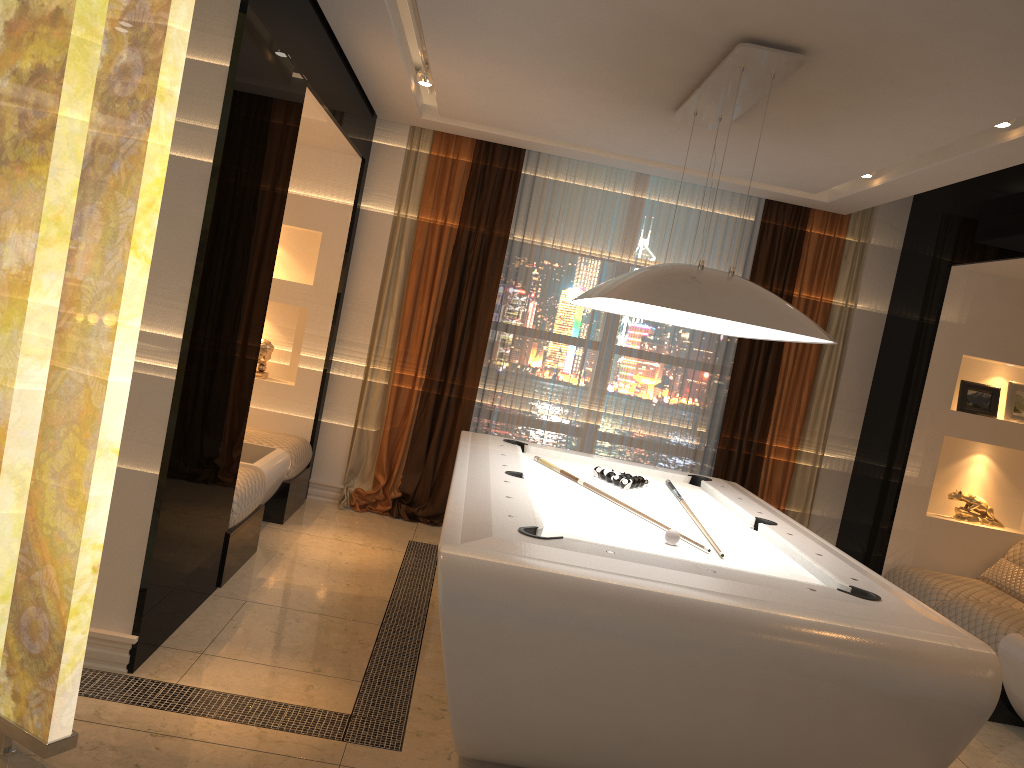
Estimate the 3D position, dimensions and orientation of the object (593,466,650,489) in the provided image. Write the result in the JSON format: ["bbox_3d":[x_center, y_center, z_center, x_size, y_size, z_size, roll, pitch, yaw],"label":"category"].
[{"bbox_3d":[0.586,0.481,4.465,0.265,0.057,0.299,9,4,-28],"label":"object"}]

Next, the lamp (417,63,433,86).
[{"bbox_3d":[-0.474,-1.727,4.941,0.107,0.127,0.107,10,4,-21],"label":"lamp"}]

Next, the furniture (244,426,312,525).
[{"bbox_3d":[-1.852,0.326,5.621,1.107,0.810,0.660,11,4,-3],"label":"furniture"}]

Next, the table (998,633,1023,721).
[{"bbox_3d":[2.893,1.548,4.037,1.143,0.457,0.608,11,4,-3],"label":"table"}]

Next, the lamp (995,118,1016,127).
[{"bbox_3d":[2.067,-1.146,3.729,0.107,0.127,0.107,10,4,-21],"label":"lamp"}]

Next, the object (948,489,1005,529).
[{"bbox_3d":[3.008,0.810,5.736,0.409,0.202,0.124,11,4,1],"label":"object"}]

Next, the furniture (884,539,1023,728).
[{"bbox_3d":[2.901,1.305,4.976,1.107,0.810,1.312,11,4,-3],"label":"furniture"}]

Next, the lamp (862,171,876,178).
[{"bbox_3d":[2.025,-1.242,5.052,0.107,0.127,0.107,10,4,-21],"label":"lamp"}]

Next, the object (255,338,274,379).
[{"bbox_3d":[-1.811,-0.200,6.037,0.364,0.264,0.180,11,4,-3],"label":"object"}]

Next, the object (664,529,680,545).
[{"bbox_3d":[0.588,0.561,3.254,0.057,0.057,0.057,9,4,-33],"label":"object"}]

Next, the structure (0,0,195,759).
[{"bbox_3d":[-1.154,-0.155,1.485,0.448,2.555,2.180,11,4,-3],"label":"structure"}]

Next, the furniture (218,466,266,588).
[{"bbox_3d":[-1.811,0.417,4.359,1.107,0.810,0.660,11,4,-3],"label":"furniture"}]

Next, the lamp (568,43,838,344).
[{"bbox_3d":[0.831,-0.760,3.815,0.939,0.995,1.578,11,4,-2],"label":"lamp"}]

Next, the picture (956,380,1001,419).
[{"bbox_3d":[2.958,0.099,5.635,0.264,0.209,0.090,11,4,-3],"label":"picture"}]

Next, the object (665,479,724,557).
[{"bbox_3d":[0.796,0.569,3.974,0.028,0.026,1.605,11,4,2],"label":"object"}]

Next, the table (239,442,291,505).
[{"bbox_3d":[-1.904,0.539,5.002,1.143,0.457,0.608,11,4,-3],"label":"table"}]

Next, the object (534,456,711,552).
[{"bbox_3d":[0.421,0.497,3.950,0.028,0.026,1.605,10,4,-23],"label":"object"}]

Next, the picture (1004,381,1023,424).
[{"bbox_3d":[3.241,0.128,5.645,0.211,0.262,0.094,11,4,-3],"label":"picture"}]

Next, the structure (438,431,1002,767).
[{"bbox_3d":[0.488,0.894,3.920,1.659,0.812,2.912,11,4,-3],"label":"structure"}]
